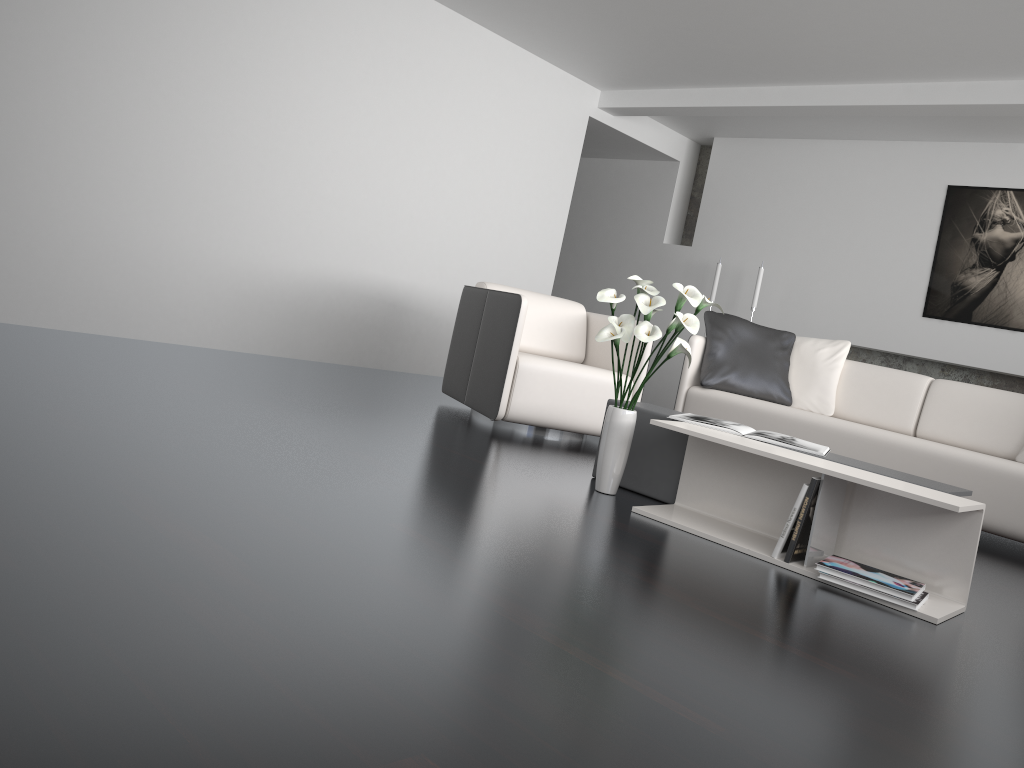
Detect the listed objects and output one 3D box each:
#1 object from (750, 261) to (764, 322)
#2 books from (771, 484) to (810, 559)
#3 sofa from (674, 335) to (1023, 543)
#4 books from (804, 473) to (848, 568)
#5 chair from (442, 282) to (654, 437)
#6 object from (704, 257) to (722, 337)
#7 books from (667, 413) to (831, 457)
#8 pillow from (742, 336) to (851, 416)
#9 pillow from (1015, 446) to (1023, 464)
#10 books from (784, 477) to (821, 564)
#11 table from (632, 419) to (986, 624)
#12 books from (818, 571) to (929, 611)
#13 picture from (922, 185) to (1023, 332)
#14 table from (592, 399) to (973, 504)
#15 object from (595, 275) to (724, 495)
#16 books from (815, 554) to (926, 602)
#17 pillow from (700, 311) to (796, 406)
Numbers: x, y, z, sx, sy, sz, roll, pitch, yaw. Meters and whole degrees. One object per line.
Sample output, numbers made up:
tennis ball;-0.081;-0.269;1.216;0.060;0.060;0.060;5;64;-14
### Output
object;1.888;-0.310;7.105;0.182;1.399;0.177;10;-3;43
books;0.894;0.416;2.693;0.070;0.238;0.224;11;0;41
sofa;2.058;0.264;4.579;2.269;0.661;0.908;16;4;40
books;0.956;0.408;2.671;0.007;0.284;0.202;10;-1;41
chair;0.161;-0.152;4.694;0.760;0.662;0.928;11;2;-23
object;1.637;-0.395;7.488;0.182;1.399;0.177;10;-3;43
books;0.873;0.175;3.222;0.553;0.017;0.356;14;5;23
pillow;1.637;-0.066;5.128;0.591;0.500;0.319;13;1;32
pillow;2.766;0.239;4.145;0.295;0.508;0.595;12;1;-43
books;0.921;0.410;2.676;0.051;0.264;0.231;10;0;41
table;0.887;0.387;2.751;0.981;0.314;0.295;16;3;41
books;1.031;0.573;2.509;0.266;0.017;0.211;15;5;33
picture;3.408;-0.911;6.280;0.755;1.007;0.004;12;-1;43
table;0.903;0.356;3.157;1.275;0.314;0.295;16;3;41
object;0.459;0.017;3.115;0.381;0.799;0.442;12;-1;26
books;1.032;0.554;2.535;0.266;0.017;0.225;15;5;33
pillow;1.357;-0.151;5.033;0.565;0.451;0.278;12;0;-3
